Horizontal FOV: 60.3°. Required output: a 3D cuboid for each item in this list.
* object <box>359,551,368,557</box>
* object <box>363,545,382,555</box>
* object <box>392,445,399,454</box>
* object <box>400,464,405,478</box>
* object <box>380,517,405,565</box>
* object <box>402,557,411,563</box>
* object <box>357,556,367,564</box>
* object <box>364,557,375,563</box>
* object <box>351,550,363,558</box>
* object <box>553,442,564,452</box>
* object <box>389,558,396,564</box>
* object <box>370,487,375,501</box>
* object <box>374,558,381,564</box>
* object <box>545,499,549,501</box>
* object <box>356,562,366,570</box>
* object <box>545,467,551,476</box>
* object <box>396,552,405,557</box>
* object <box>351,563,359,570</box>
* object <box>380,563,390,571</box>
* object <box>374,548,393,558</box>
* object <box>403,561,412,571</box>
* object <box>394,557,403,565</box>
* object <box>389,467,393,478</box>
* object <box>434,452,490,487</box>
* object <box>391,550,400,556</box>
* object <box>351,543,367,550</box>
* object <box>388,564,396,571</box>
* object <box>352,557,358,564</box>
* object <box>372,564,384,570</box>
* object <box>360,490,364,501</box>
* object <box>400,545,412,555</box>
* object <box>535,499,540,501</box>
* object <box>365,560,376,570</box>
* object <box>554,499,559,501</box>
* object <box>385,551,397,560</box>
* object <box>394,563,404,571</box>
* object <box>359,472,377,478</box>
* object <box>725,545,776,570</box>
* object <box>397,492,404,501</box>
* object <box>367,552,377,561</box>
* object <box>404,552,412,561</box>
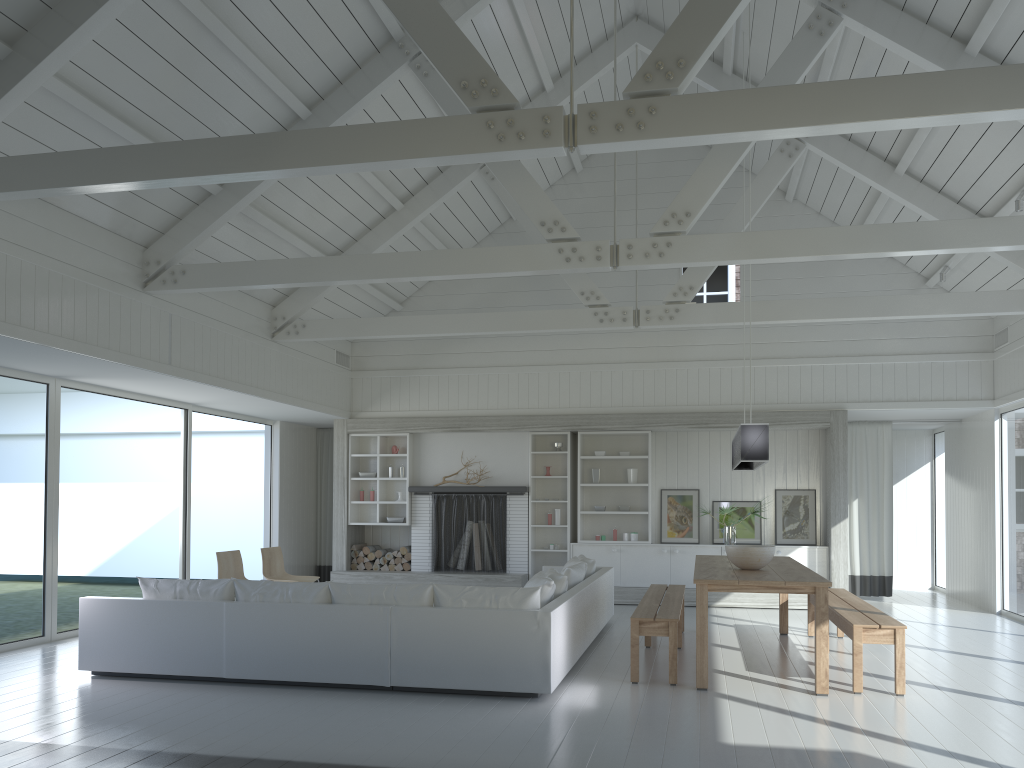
[{"bbox_3d":[-2.016,2.349,12.266,0.080,0.079,0.481,-1,-8,10],"label":"object"},{"bbox_3d":[-1.942,2.306,12.266,0.110,0.110,0.497,-1,-7,10],"label":"object"},{"bbox_3d":[-1.592,0.898,12.015,0.059,0.126,0.232,2,-6,-33],"label":"object"},{"bbox_3d":[-1.490,1.181,11.996,0.054,0.195,0.054,0,-2,13],"label":"object"},{"bbox_3d":[-1.639,2.161,12.167,0.341,0.641,0.616,0,-4,-3],"label":"object"},{"bbox_3d":[-1.405,2.416,12.140,0.080,0.079,0.481,-1,-8,10],"label":"object"},{"bbox_3d":[-2.026,2.441,12.279,0.109,0.109,0.497,-1,-7,10],"label":"object"},{"bbox_3d":[-1.936,2.430,12.254,0.080,0.079,0.481,-1,-8,10],"label":"object"},{"bbox_3d":[-2.108,2.359,12.299,0.109,0.109,0.497,-1,-7,10],"label":"object"},{"bbox_3d":[0.610,0.837,11.625,0.162,0.123,0.162,-5,-8,44],"label":"object"},{"bbox_3d":[-1.581,2.433,12.171,0.080,0.079,0.481,-1,-8,10],"label":"object"},{"bbox_3d":[-1.913,1.510,12.078,0.054,0.195,0.054,0,-2,13],"label":"object"},{"bbox_3d":[-1.789,2.438,12.215,0.080,0.079,0.481,-1,-8,10],"label":"object"},{"bbox_3d":[0.462,1.530,11.652,0.054,0.025,0.054,-1,-7,12],"label":"object"},{"bbox_3d":[-2.008,2.533,12.290,0.134,0.146,0.551,-1,-7,12],"label":"object"},{"bbox_3d":[0.478,1.160,11.673,0.137,0.130,0.137,4,-6,-35],"label":"object"},{"bbox_3d":[-1.485,2.335,12.152,0.080,0.079,0.481,-1,-8,10],"label":"object"},{"bbox_3d":[-2.109,2.540,12.303,0.108,0.106,0.518,-1,-7,10],"label":"object"},{"bbox_3d":[-1.671,2.543,12.217,0.134,0.146,0.551,-1,-7,12],"label":"object"},{"bbox_3d":[-1.773,2.346,12.227,0.109,0.109,0.497,-1,-7,10],"label":"object"},{"bbox_3d":[-1.378,2.500,12.139,0.110,0.110,0.497,-1,-7,10],"label":"object"},{"bbox_3d":[-1.494,2.428,12.165,0.109,0.109,0.497,-1,-7,10],"label":"object"},{"bbox_3d":[-1.652,1.185,12.031,0.054,0.195,0.054,0,-2,13],"label":"object"},{"bbox_3d":[-0.604,1.120,11.663,0.783,0.501,0.459,2,-5,-18],"label":"object"},{"bbox_3d":[-1.547,2.326,12.166,0.086,0.091,0.482,-1,-7,11],"label":"object"},{"bbox_3d":[-2.127,2.268,12.292,0.080,0.079,0.481,-1,-8,10],"label":"object"},{"bbox_3d":[-1.578,2.527,12.189,0.108,0.106,0.518,-1,-7,10],"label":"object"},{"bbox_3d":[-2.112,2.446,12.285,0.080,0.079,0.481,-1,-8,10],"label":"object"},{"bbox_3d":[-1.797,2.512,12.237,0.105,0.114,0.520,-1,-7,11],"label":"object"},{"bbox_3d":[-2.061,1.514,12.110,0.054,0.195,0.054,0,-2,13],"label":"object"},{"bbox_3d":[-1.418,2.287,12.153,0.110,0.110,0.497,-1,-7,10],"label":"object"},{"bbox_3d":[0.335,1.526,11.624,0.054,0.025,0.054,-1,-7,12],"label":"object"},{"bbox_3d":[-1.910,2.513,12.253,0.110,0.110,0.497,-1,-7,10],"label":"object"},{"bbox_3d":[0.589,1.534,11.681,0.054,0.025,0.054,-1,-7,12],"label":"object"},{"bbox_3d":[-1.623,2.368,12.194,0.109,0.109,0.497,-1,-7,10],"label":"object"},{"bbox_3d":[-1.476,2.520,12.176,0.134,0.146,0.551,-1,-7,12],"label":"object"},{"bbox_3d":[-1.977,1.257,12.114,0.242,0.072,0.244,1,-7,-3],"label":"object"},{"bbox_3d":[1.892,1.380,7.001,0.389,0.184,0.392,0,-7,3],"label":"object"},{"bbox_3d":[-1.518,1.532,11.990,0.137,0.130,0.138,0,-5,0],"label":"object"},{"bbox_3d":[-1.874,2.383,12.248,0.109,0.109,0.497,-1,-7,10],"label":"object"},{"bbox_3d":[-1.357,2.365,12.137,0.109,0.109,0.497,-1,-7,10],"label":"object"}]
